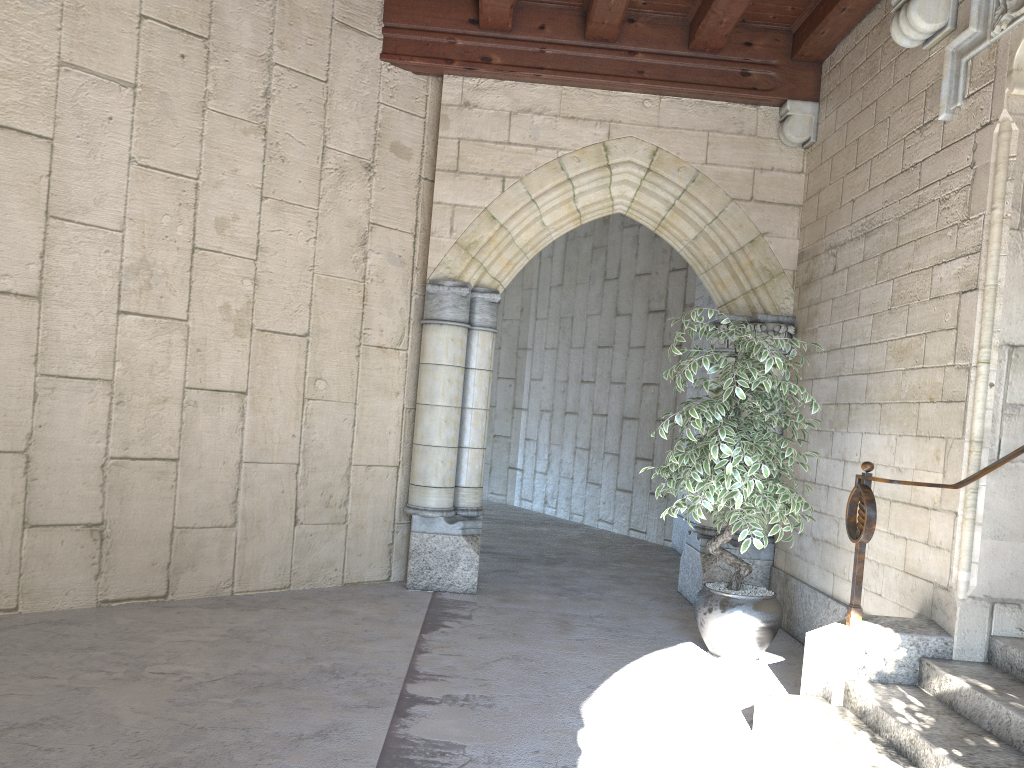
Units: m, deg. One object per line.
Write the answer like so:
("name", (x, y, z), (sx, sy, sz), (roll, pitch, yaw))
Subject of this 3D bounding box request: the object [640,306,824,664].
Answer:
("object", (1.007, 0.460, 4.076), (0.785, 1.618, 0.752), (5, 0, 29))

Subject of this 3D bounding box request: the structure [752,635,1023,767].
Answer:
("structure", (2.181, 0.918, 2.538), (2.573, 0.810, 1.461), (5, -1, -2))

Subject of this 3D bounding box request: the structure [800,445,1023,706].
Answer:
("structure", (1.618, 0.663, 3.212), (0.888, 1.262, 0.476), (5, 0, -2))
